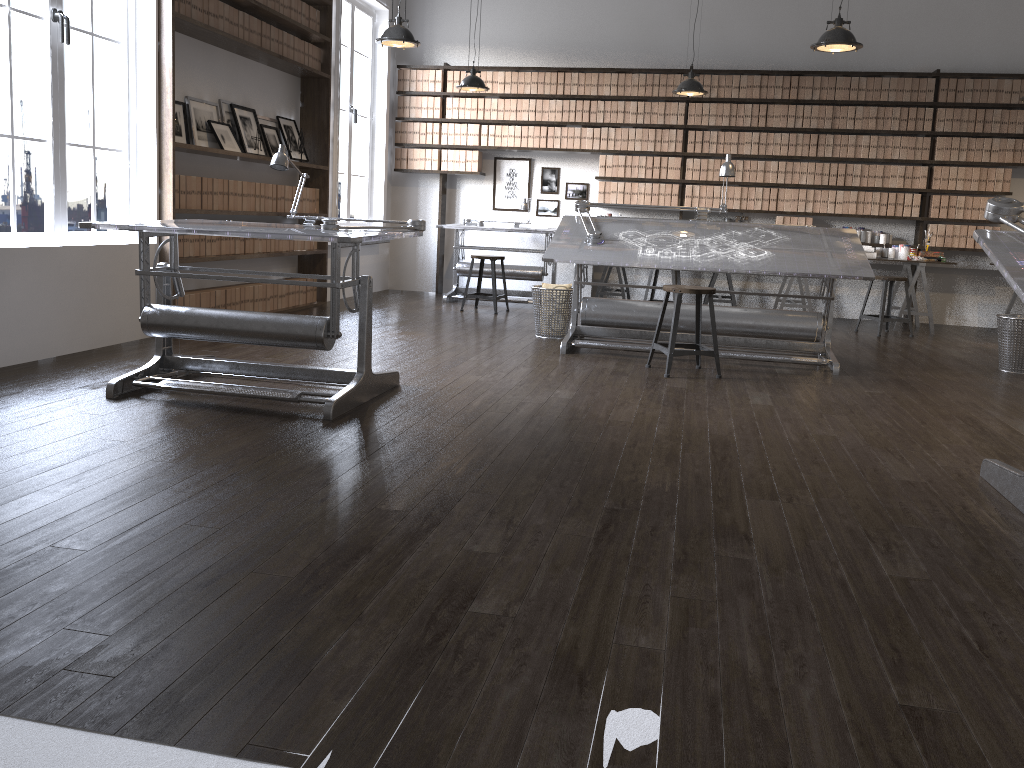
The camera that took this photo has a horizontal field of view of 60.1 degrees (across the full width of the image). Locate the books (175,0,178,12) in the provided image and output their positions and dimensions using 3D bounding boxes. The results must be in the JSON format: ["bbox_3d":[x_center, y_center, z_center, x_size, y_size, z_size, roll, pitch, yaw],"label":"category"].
[{"bbox_3d":[-2.247,-2.484,5.701,0.175,0.224,0.067,5,8,11],"label":"books"}]

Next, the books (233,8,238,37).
[{"bbox_3d":[-2.089,-2.617,6.451,0.174,0.224,0.067,5,8,11],"label":"books"}]

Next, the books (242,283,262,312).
[{"bbox_3d":[-2.100,-0.689,7.114,0.175,0.224,0.067,5,8,11],"label":"books"}]

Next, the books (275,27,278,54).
[{"bbox_3d":[-1.959,-2.726,7.067,0.174,0.224,0.067,5,8,11],"label":"books"}]

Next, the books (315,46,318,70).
[{"bbox_3d":[-1.803,-2.856,7.797,0.175,0.224,0.067,5,8,11],"label":"books"}]

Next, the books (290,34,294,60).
[{"bbox_3d":[-1.901,-2.772,7.326,0.175,0.224,0.067,5,8,11],"label":"books"}]

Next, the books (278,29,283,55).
[{"bbox_3d":[-1.944,-2.738,7.136,0.175,0.224,0.067,5,8,11],"label":"books"}]

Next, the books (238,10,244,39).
[{"bbox_3d":[-2.071,-2.629,6.518,0.174,0.224,0.067,5,8,11],"label":"books"}]

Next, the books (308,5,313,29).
[{"bbox_3d":[-1.811,-3.141,7.634,0.175,0.224,0.067,5,8,11],"label":"books"}]

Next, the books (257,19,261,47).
[{"bbox_3d":[-2.019,-2.676,6.784,0.175,0.224,0.067,5,8,11],"label":"books"}]

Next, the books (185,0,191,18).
[{"bbox_3d":[-2.216,-2.510,5.846,0.175,0.224,0.067,5,8,11],"label":"books"}]

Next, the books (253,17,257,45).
[{"bbox_3d":[-2.030,-2.665,6.720,0.175,0.224,0.067,5,8,11],"label":"books"}]

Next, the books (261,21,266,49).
[{"bbox_3d":[-1.998,-2.688,6.855,0.175,0.224,0.067,5,8,11],"label":"books"}]

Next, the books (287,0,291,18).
[{"bbox_3d":[-1.901,-3.068,7.225,0.175,0.224,0.067,5,8,11],"label":"books"}]

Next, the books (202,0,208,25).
[{"bbox_3d":[-2.172,-2.546,6.053,0.175,0.224,0.067,5,8,11],"label":"books"}]

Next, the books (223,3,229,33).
[{"bbox_3d":[-2.112,-2.592,6.314,0.175,0.224,0.067,5,8,11],"label":"books"}]

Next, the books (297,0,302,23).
[{"bbox_3d":[-1.860,-3.104,7.425,0.174,0.224,0.067,5,8,11],"label":"books"}]

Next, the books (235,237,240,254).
[{"bbox_3d":[-2.151,-1.099,6.694,0.174,0.224,0.067,5,8,11],"label":"books"}]

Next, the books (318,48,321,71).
[{"bbox_3d":[-1.790,-2.868,7.865,0.175,0.224,0.067,5,8,11],"label":"books"}]

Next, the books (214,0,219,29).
[{"bbox_3d":[-2.143,-2.569,6.183,0.175,0.224,0.067,5,8,11],"label":"books"}]

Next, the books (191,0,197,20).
[{"bbox_3d":[-2.197,-2.521,5.914,0.174,0.224,0.067,5,8,11],"label":"books"}]

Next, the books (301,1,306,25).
[{"bbox_3d":[-1.841,-3.115,7.493,0.174,0.224,0.067,5,8,11],"label":"books"}]

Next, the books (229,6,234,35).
[{"bbox_3d":[-2.102,-2.605,6.383,0.175,0.224,0.067,5,8,11],"label":"books"}]

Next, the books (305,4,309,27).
[{"bbox_3d":[-1.831,-3.128,7.563,0.175,0.224,0.067,5,8,11],"label":"books"}]

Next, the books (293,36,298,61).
[{"bbox_3d":[-1.885,-2.784,7.396,0.175,0.224,0.067,5,8,11],"label":"books"}]

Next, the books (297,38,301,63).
[{"bbox_3d":[-1.874,-2.797,7.466,0.175,0.224,0.067,5,8,11],"label":"books"}]

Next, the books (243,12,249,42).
[{"bbox_3d":[-2.053,-2.641,6.587,0.175,0.224,0.067,5,8,11],"label":"books"}]

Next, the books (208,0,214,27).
[{"bbox_3d":[-2.153,-2.557,6.117,0.175,0.224,0.067,5,8,11],"label":"books"}]

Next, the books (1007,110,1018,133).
[{"bbox_3d":[4.749,-2.490,8.448,0.067,0.224,0.176,4,9,11],"label":"books"}]

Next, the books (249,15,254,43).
[{"bbox_3d":[-2.038,-2.653,6.658,0.175,0.224,0.067,5,8,11],"label":"books"}]

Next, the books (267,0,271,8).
[{"bbox_3d":[-1.967,-3.008,6.889,0.175,0.224,0.067,5,8,11],"label":"books"}]

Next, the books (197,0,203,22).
[{"bbox_3d":[-2.187,-2.534,5.984,0.174,0.224,0.067,5,8,11],"label":"books"}]

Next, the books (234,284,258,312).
[{"bbox_3d":[-2.113,-0.676,7.043,0.175,0.224,0.067,5,8,11],"label":"books"}]

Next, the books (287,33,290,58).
[{"bbox_3d":[-1.916,-2.761,7.266,0.175,0.224,0.067,5,8,11],"label":"books"}]

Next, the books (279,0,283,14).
[{"bbox_3d":[-1.925,-3.045,7.093,0.175,0.224,0.067,5,8,11],"label":"books"}]

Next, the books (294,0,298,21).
[{"bbox_3d":[-1.874,-3.091,7.356,0.175,0.224,0.067,5,8,11],"label":"books"}]

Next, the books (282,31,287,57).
[{"bbox_3d":[-1.925,-2.749,7.200,0.175,0.224,0.067,5,8,11],"label":"books"}]

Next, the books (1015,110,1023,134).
[{"bbox_3d":[4.813,-2.483,8.429,0.067,0.224,0.176,4,9,11],"label":"books"}]

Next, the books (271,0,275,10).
[{"bbox_3d":[-1.959,-3.021,6.958,0.174,0.224,0.067,5,8,11],"label":"books"}]

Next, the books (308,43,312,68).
[{"bbox_3d":[-1.826,-2.833,7.670,0.175,0.224,0.067,5,8,11],"label":"books"}]

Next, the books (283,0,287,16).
[{"bbox_3d":[-1.912,-3.057,7.164,0.175,0.224,0.067,5,8,11],"label":"books"}]

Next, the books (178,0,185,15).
[{"bbox_3d":[-2.226,-2.496,5.772,0.175,0.224,0.067,5,8,11],"label":"books"}]

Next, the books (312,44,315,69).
[{"bbox_3d":[-1.812,-2.844,7.735,0.175,0.224,0.067,5,8,11],"label":"books"}]

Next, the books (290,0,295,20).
[{"bbox_3d":[-1.882,-3.079,7.289,0.175,0.224,0.067,5,8,11],"label":"books"}]

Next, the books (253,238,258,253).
[{"bbox_3d":[-2.090,-1.148,6.971,0.175,0.224,0.067,5,8,11],"label":"books"}]

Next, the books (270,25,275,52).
[{"bbox_3d":[-1.969,-2.714,6.997,0.174,0.224,0.067,5,8,11],"label":"books"}]

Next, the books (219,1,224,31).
[{"bbox_3d":[-2.129,-2.580,6.244,0.175,0.224,0.067,5,8,11],"label":"books"}]

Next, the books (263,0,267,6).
[{"bbox_3d":[-1.985,-2.997,6.825,0.175,0.224,0.067,5,8,11],"label":"books"}]

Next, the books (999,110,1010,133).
[{"bbox_3d":[4.679,-2.496,8.462,0.067,0.224,0.175,4,9,11],"label":"books"}]

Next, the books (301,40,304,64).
[{"bbox_3d":[-1.862,-2.809,7.534,0.174,0.224,0.067,5,8,11],"label":"books"}]

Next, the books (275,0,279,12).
[{"bbox_3d":[-1.943,-3.033,7.026,0.175,0.224,0.067,5,8,11],"label":"books"}]

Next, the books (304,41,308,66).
[{"bbox_3d":[-1.844,-2.821,7.601,0.174,0.224,0.067,5,8,11],"label":"books"}]

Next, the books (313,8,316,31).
[{"bbox_3d":[-1.801,-3.154,7.708,0.175,0.224,0.067,5,8,11],"label":"books"}]

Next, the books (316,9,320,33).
[{"bbox_3d":[-1.783,-3.167,7.781,0.175,0.224,0.067,5,8,11],"label":"books"}]

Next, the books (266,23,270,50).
[{"bbox_3d":[-1.988,-2.702,6.929,0.175,0.224,0.067,5,8,11],"label":"books"}]
